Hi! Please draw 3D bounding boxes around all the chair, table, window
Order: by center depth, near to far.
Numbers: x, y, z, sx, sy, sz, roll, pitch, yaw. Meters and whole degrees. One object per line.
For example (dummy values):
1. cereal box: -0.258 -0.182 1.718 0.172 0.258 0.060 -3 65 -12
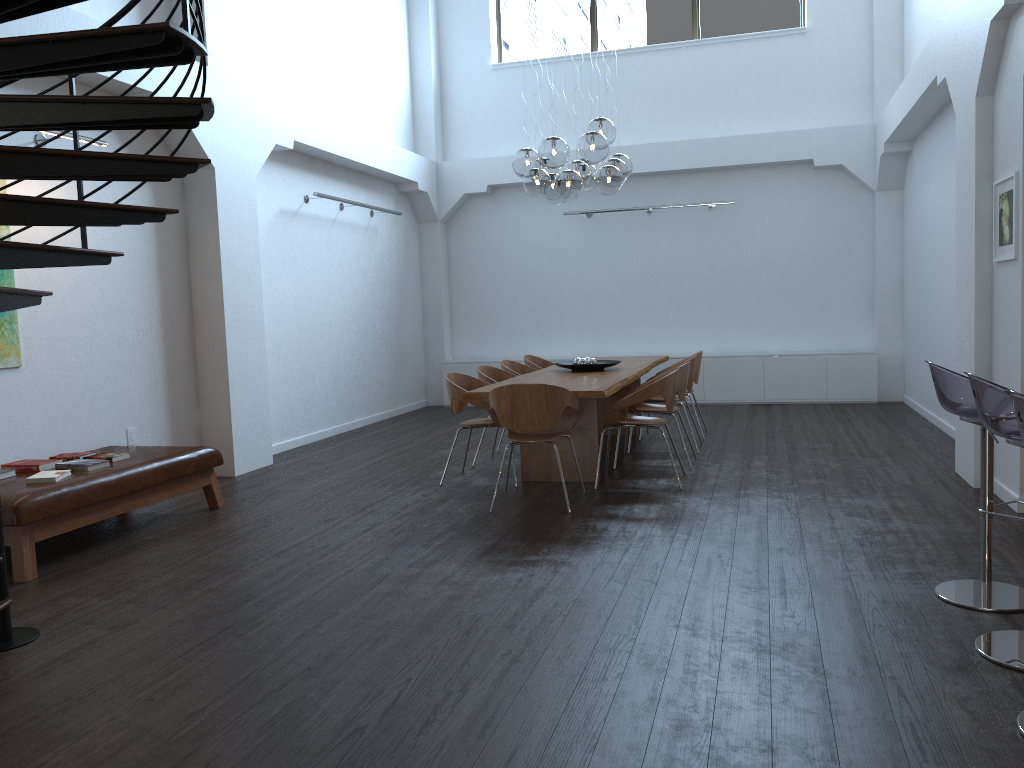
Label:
1. chair: 1.673 0.517 2.524 0.481 1.014 0.530 -1 5 14
2. chair: 1.862 0.459 3.129 0.481 1.014 0.530 -1 5 14
3. chair: 2.007 0.402 3.743 0.481 1.014 0.530 -1 5 18
4. chair: 0.156 0.384 5.941 0.629 0.833 0.618 -1 5 11
5. chair: 0.940 0.307 6.495 0.618 0.833 0.629 -1 5 14
6. chair: -0.197 0.322 6.825 0.617 0.830 0.629 -1 5 16
7. chair: 1.169 0.235 7.237 0.618 0.833 0.629 -1 5 16
8. chair: 0.017 0.254 7.559 0.618 0.833 0.629 -1 5 17
9. table: 0.679 0.250 7.789 1.012 0.750 3.803 -1 5 16
10. chair: 1.377 0.166 7.969 0.618 0.833 0.629 -1 5 16
11. chair: 0.206 0.185 8.297 0.618 0.833 0.629 -1 5 16
12. chair: 1.585 0.096 8.705 0.618 0.833 0.629 -1 5 16
13. chair: 0.431 0.113 9.041 0.618 0.833 0.629 -1 5 16
14. window: 1.753 -5.105 11.817 3.970 1.308 0.005 -1 5 16

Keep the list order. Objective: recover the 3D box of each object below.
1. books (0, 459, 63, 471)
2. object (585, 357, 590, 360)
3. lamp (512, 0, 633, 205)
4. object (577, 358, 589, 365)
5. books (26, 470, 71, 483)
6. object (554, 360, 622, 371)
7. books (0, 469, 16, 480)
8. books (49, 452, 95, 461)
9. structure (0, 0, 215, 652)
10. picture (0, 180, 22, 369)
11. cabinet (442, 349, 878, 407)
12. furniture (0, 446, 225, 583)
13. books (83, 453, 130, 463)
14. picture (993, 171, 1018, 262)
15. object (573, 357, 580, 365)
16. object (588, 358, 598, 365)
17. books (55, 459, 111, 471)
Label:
1. books: -2.921 0.496 5.402 0.283 0.043 0.197 -1 5 15
2. object: 0.667 -0.189 7.843 0.100 0.100 0.100 -5 5 -29
3. lamp: 0.485 -2.559 7.247 0.849 2.140 1.787 -1 5 15
4. object: 0.614 -0.177 7.692 0.100 0.100 0.100 -5 5 -29
5. books: -2.625 0.523 5.030 0.161 0.031 0.223 -3 5 -6
6. object: 0.662 -0.156 7.750 0.592 0.066 0.592 -5 5 -26
7. books: -3.026 0.527 5.102 0.254 0.044 0.183 -1 5 11
8. books: -2.834 0.470 5.721 0.224 0.036 0.161 -1 5 10
9. structure: -2.236 -1.087 3.540 1.998 4.352 1.998 -4 5 -23
10. picture: -3.309 -0.659 5.098 0.010 1.200 1.095 -1 5 16
11. cabinet: 1.793 -0.059 11.692 5.580 0.626 0.478 -1 5 16
12. furniture: -2.695 0.724 5.502 0.907 0.453 1.819 -1 5 16
13. books: -2.569 0.467 5.619 0.224 0.032 0.161 -1 5 16
14. picture: 2.990 -1.002 5.379 0.018 0.500 0.500 -1 5 16
15. object: 0.582 -0.184 7.789 0.100 0.100 0.100 -5 5 -29
16. object: 0.698 -0.179 7.745 0.100 0.100 0.100 -5 5 -29
17. books: -2.586 0.489 5.349 0.247 0.040 0.185 -1 5 19
